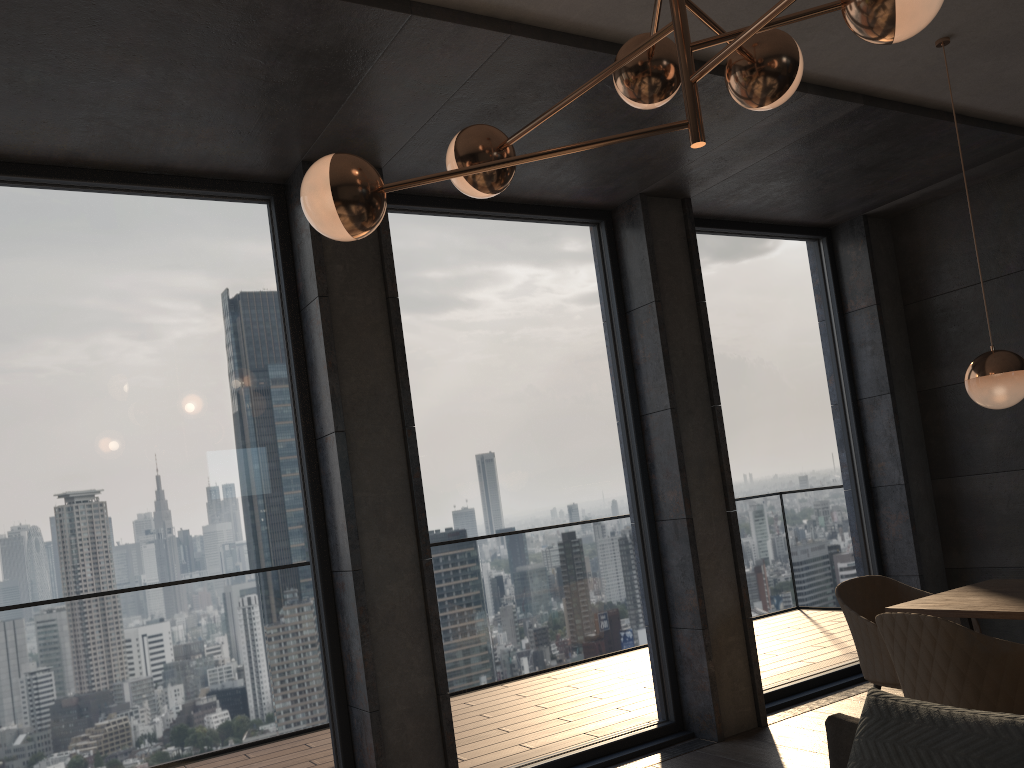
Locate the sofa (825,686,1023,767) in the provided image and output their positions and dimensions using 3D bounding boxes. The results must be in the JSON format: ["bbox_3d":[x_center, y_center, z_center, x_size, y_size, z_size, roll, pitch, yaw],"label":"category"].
[{"bbox_3d":[0.491,1.065,1.029,2.901,0.779,2.047,-3,-9,-32],"label":"sofa"}]

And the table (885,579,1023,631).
[{"bbox_3d":[2.286,1.145,3.190,0.766,0.764,1.483,-4,-8,-32],"label":"table"}]

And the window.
[{"bbox_3d":[-0.703,0.552,4.121,7.241,2.983,0.201,-3,-5,-32],"label":"window"}]

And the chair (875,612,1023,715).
[{"bbox_3d":[1.655,1.188,3.133,0.508,0.831,0.561,-6,-5,-22],"label":"chair"}]

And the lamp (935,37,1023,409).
[{"bbox_3d":[1.879,-0.659,3.607,0.238,1.536,0.241,-6,-3,-26],"label":"lamp"}]

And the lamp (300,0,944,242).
[{"bbox_3d":[0.295,-0.941,1.952,1.475,1.032,1.014,-12,-7,34],"label":"lamp"}]

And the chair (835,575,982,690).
[{"bbox_3d":[1.814,1.288,3.974,0.553,0.831,0.515,-5,-5,-27],"label":"chair"}]
